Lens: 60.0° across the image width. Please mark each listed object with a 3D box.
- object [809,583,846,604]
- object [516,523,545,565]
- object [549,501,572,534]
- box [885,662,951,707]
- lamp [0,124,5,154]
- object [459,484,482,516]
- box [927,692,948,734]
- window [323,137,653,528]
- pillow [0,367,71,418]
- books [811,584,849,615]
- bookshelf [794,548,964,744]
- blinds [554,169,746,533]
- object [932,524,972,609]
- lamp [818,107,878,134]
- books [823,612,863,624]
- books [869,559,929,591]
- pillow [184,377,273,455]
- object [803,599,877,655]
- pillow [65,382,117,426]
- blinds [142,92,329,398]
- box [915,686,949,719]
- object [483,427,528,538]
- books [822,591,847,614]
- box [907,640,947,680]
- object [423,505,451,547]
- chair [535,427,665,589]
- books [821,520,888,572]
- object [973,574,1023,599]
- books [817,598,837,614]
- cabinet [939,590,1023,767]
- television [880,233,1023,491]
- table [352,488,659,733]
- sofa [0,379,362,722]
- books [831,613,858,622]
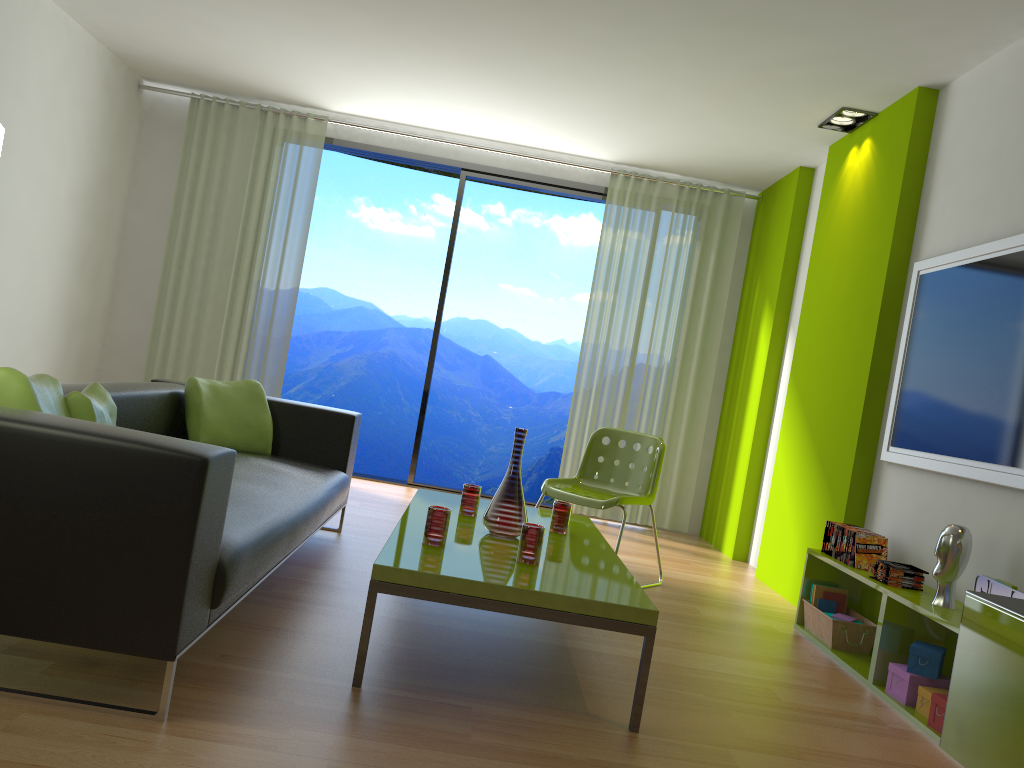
[{"bbox_3d":[1.451,1.034,4.090,0.158,0.200,0.040,10,0,-2],"label":"object"},{"bbox_3d":[0.060,0.514,2.849,0.076,0.122,0.075,10,0,-36],"label":"object"},{"bbox_3d":[0.195,0.537,3.563,0.076,0.122,0.075,10,0,33],"label":"object"},{"bbox_3d":[1.464,1.092,3.192,0.202,0.116,0.135,10,0,-7],"label":"box"},{"bbox_3d":[-1.268,0.067,1.749,0.302,1.244,0.295,10,0,-2],"label":"lamp"},{"bbox_3d":[-0.170,0.474,3.607,0.076,0.122,0.075,10,0,33],"label":"object"},{"bbox_3d":[1.474,1.094,2.882,0.202,0.116,0.135,10,0,-7],"label":"box"},{"bbox_3d":[-0.353,-0.401,6.774,3.336,2.498,0.219,10,0,-2],"label":"window"},{"bbox_3d":[-1.342,0.154,2.488,0.210,0.403,0.457,10,0,-16],"label":"pillow"},{"bbox_3d":[1.452,1.033,4.066,0.158,0.202,0.051,10,0,-2],"label":"books"},{"bbox_3d":[1.529,0.985,3.348,0.306,0.378,1.630,10,0,-2],"label":"bookshelf"},{"bbox_3d":[1.019,-0.248,6.592,1.012,2.568,0.067,10,0,-2],"label":"blinds"},{"bbox_3d":[1.578,0.656,3.185,0.107,0.305,0.107,10,0,-35],"label":"object"},{"bbox_3d":[1.843,-1.501,4.855,0.192,0.131,0.352,10,0,-2],"label":"lamp"},{"bbox_3d":[1.457,1.042,3.868,0.143,0.025,0.182,10,0,-2],"label":"books"},{"bbox_3d":[1.524,0.753,3.503,0.164,0.078,0.172,10,0,-3],"label":"books"},{"bbox_3d":[-1.336,0.149,4.150,0.399,0.362,0.269,10,0,-43],"label":"pillow"},{"bbox_3d":[1.445,1.077,3.933,0.213,0.129,0.367,10,0,-2],"label":"object"},{"bbox_3d":[-1.369,0.164,2.881,0.164,0.317,0.380,10,0,-18],"label":"pillow"},{"bbox_3d":[-2.055,-0.778,6.495,1.012,2.568,0.067,10,0,-2],"label":"blinds"},{"bbox_3d":[1.480,1.107,3.040,0.169,0.093,0.102,10,0,-7],"label":"box"},{"bbox_3d":[0.001,0.361,3.261,0.168,0.400,0.168,10,0,-16],"label":"object"},{"bbox_3d":[1.462,1.045,4.043,0.105,0.182,0.031,10,0,-2],"label":"books"},{"bbox_3d":[1.488,0.990,3.184,0.102,0.093,0.138,10,0,33],"label":"box"},{"bbox_3d":[-0.244,0.462,2.877,0.076,0.122,0.075,10,0,33],"label":"object"},{"bbox_3d":[0.451,0.606,4.604,0.640,0.759,0.546,10,0,37],"label":"chair"},{"bbox_3d":[1.517,0.717,3.911,0.147,0.150,0.370,10,0,-2],"label":"books"},{"bbox_3d":[1.550,0.716,2.809,0.047,0.176,0.340,10,0,3],"label":"object"},{"bbox_3d":[1.424,1.056,4.029,0.086,0.148,0.025,10,0,-2],"label":"books"},{"bbox_3d":[1.387,0.869,0.587,0.547,0.593,3.384,10,0,-2],"label":"cabinet"},{"bbox_3d":[1.831,-0.099,3.366,0.028,0.941,1.537,10,0,-2],"label":"television"},{"bbox_3d":[-0.041,0.731,3.306,0.810,0.349,1.682,10,0,-2],"label":"table"},{"bbox_3d":[-1.252,0.378,3.284,1.061,0.639,2.583,10,0,-2],"label":"sofa"},{"bbox_3d":[1.457,1.025,3.886,0.087,0.008,0.110,10,0,38],"label":"books"}]
